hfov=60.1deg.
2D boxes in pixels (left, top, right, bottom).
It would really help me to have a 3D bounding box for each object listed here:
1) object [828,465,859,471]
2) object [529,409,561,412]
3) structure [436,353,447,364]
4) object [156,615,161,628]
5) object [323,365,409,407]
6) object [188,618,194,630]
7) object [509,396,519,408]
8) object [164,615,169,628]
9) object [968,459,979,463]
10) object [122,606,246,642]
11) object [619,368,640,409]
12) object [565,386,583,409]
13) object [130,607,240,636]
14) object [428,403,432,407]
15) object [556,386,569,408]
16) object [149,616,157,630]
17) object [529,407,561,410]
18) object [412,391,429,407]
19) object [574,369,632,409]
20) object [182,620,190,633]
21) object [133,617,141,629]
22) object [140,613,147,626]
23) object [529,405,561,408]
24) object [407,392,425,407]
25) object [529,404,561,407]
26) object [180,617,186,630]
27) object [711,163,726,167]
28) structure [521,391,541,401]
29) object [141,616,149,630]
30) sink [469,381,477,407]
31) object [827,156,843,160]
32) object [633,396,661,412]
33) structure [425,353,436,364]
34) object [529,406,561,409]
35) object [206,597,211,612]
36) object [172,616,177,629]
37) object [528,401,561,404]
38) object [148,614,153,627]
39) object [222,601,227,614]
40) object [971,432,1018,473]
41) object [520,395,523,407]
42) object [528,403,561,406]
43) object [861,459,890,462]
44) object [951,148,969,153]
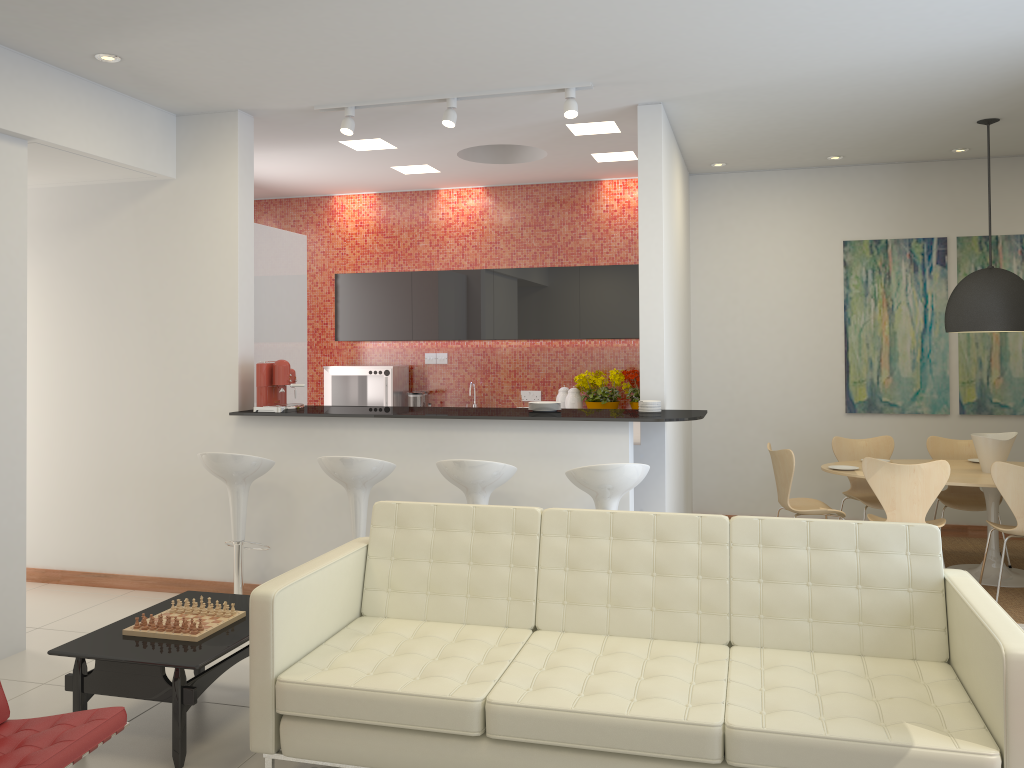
[{"bbox_3d":[2.390,0.607,6.379,0.210,0.015,0.210,1,3,37],"label":"object"},{"bbox_3d":[0.209,0.166,5.631,0.210,0.015,0.210,-2,3,-31],"label":"object"},{"bbox_3d":[-0.690,-0.250,8.711,0.114,0.104,0.008,0,-1,15],"label":"structure"},{"bbox_3d":[-1.499,1.006,3.763,0.030,0.050,0.030,0,0,23],"label":"object"},{"bbox_3d":[-1.420,0.058,8.622,0.722,0.471,0.435,0,1,15],"label":"object"},{"bbox_3d":[-1.345,1.007,3.721,0.030,0.050,0.030,0,0,23],"label":"object"},{"bbox_3d":[0.044,0.202,8.145,0.164,0.178,0.011,0,-1,29],"label":"object"},{"bbox_3d":[-1.460,1.007,3.753,0.030,0.050,0.030,0,0,23],"label":"object"},{"bbox_3d":[3.569,0.586,6.705,0.210,0.015,0.210,1,3,33],"label":"object"},{"bbox_3d":[-1.414,1.037,3.843,0.360,0.021,0.360,0,2,15],"label":"object"},{"bbox_3d":[1.214,0.078,7.831,0.503,0.449,0.522,0,1,-5],"label":"object"},{"bbox_3d":[0.561,0.163,8.006,0.159,0.283,0.159,0,0,-23],"label":"object"},{"bbox_3d":[-1.415,1.026,3.844,0.346,0.001,0.350,0,2,15],"label":"object"},{"bbox_3d":[-0.795,0.232,8.560,0.037,0.092,0.037,-1,-1,15],"label":"object"},{"bbox_3d":[0.485,0.156,8.181,0.159,0.283,0.159,0,0,-23],"label":"object"},{"bbox_3d":[-1.510,1.006,3.725,0.030,0.055,0.030,0,0,23],"label":"object"},{"bbox_3d":[0.209,0.159,5.631,0.210,0.015,0.210,-2,3,-31],"label":"object"},{"bbox_3d":[-0.894,0.178,8.667,0.172,0.216,0.172,0,0,34],"label":"object"},{"bbox_3d":[0.807,0.076,7.939,0.522,0.449,0.503,0,1,18],"label":"object"},{"bbox_3d":[-1.355,1.008,3.683,0.030,0.052,0.030,0,0,23],"label":"object"},{"bbox_3d":[-1.587,1.011,3.746,0.030,0.044,0.030,0,0,23],"label":"object"},{"bbox_3d":[-1.576,1.006,3.785,0.030,0.050,0.030,0,0,23],"label":"object"},{"bbox_3d":[0.209,0.145,5.632,0.210,0.015,0.210,-2,3,-31],"label":"object"},{"bbox_3d":[-0.917,0.188,8.433,0.172,0.216,0.172,0,0,34],"label":"object"},{"bbox_3d":[0.209,0.138,5.632,0.210,0.015,0.210,-2,3,-31],"label":"object"},{"bbox_3d":[-1.383,1.007,3.732,0.030,0.050,0.030,0,0,23],"label":"object"},{"bbox_3d":[1.793,-1.904,7.692,0.129,0.010,0.129,-2,3,-30],"label":"object"},{"bbox_3d":[0.181,0.115,8.462,0.198,0.099,0.016,0,-1,15],"label":"structure"},{"bbox_3d":[-1.548,1.007,3.735,0.030,0.052,0.030,0,0,23],"label":"object"},{"bbox_3d":[-0.385,0.247,8.372,0.808,0.538,0.417,0,0,15],"label":"sink"},{"bbox_3d":[2.715,-1.900,7.439,0.129,0.010,0.129,-2,3,-30],"label":"object"},{"bbox_3d":[0.847,0.121,5.549,0.173,0.097,0.140,0,1,8],"label":"object"},{"bbox_3d":[-0.805,-0.251,8.740,0.114,0.104,0.013,0,-1,15],"label":"structure"},{"bbox_3d":[0.209,0.152,5.632,0.210,0.015,0.210,-2,3,-31],"label":"object"},{"bbox_3d":[-1.358,0.990,3.974,0.030,0.064,0.030,-1,0,23],"label":"object"},{"bbox_3d":[-1.422,1.007,3.742,0.030,0.050,0.030,0,0,23],"label":"object"},{"bbox_3d":[0.209,0.124,5.632,0.210,0.015,0.210,-2,3,-31],"label":"object"},{"bbox_3d":[-1.538,1.006,3.774,0.030,0.050,0.030,0,0,23],"label":"object"},{"bbox_3d":[-1.281,0.996,3.953,0.030,0.052,0.030,0,0,8],"label":"object"},{"bbox_3d":[3.373,0.476,6.208,0.261,0.280,0.271,-1,1,-39],"label":"object"},{"bbox_3d":[0.099,0.199,8.178,0.009,0.195,0.139,0,0,-15],"label":"object"},{"bbox_3d":[0.209,0.131,5.632,0.210,0.015,0.210,-2,3,-31],"label":"object"},{"bbox_3d":[2.777,0.589,6.760,0.210,0.015,0.210,1,3,37],"label":"object"},{"bbox_3d":[3.638,-1.896,7.186,0.129,0.010,0.129,-2,3,-30],"label":"object"}]
